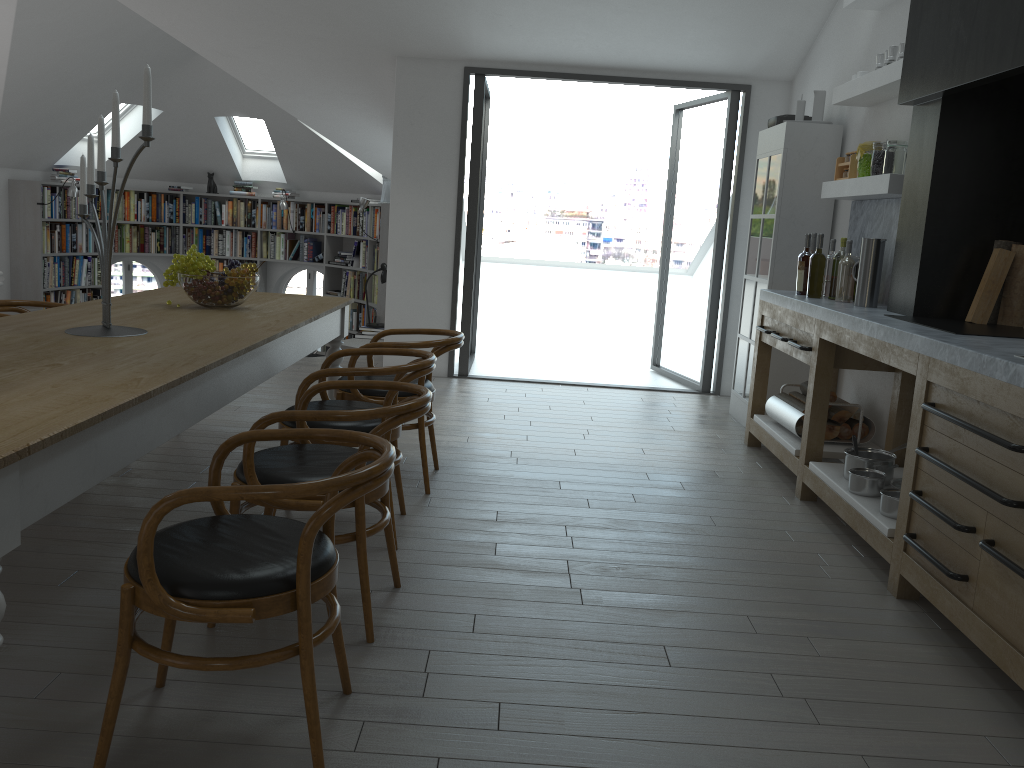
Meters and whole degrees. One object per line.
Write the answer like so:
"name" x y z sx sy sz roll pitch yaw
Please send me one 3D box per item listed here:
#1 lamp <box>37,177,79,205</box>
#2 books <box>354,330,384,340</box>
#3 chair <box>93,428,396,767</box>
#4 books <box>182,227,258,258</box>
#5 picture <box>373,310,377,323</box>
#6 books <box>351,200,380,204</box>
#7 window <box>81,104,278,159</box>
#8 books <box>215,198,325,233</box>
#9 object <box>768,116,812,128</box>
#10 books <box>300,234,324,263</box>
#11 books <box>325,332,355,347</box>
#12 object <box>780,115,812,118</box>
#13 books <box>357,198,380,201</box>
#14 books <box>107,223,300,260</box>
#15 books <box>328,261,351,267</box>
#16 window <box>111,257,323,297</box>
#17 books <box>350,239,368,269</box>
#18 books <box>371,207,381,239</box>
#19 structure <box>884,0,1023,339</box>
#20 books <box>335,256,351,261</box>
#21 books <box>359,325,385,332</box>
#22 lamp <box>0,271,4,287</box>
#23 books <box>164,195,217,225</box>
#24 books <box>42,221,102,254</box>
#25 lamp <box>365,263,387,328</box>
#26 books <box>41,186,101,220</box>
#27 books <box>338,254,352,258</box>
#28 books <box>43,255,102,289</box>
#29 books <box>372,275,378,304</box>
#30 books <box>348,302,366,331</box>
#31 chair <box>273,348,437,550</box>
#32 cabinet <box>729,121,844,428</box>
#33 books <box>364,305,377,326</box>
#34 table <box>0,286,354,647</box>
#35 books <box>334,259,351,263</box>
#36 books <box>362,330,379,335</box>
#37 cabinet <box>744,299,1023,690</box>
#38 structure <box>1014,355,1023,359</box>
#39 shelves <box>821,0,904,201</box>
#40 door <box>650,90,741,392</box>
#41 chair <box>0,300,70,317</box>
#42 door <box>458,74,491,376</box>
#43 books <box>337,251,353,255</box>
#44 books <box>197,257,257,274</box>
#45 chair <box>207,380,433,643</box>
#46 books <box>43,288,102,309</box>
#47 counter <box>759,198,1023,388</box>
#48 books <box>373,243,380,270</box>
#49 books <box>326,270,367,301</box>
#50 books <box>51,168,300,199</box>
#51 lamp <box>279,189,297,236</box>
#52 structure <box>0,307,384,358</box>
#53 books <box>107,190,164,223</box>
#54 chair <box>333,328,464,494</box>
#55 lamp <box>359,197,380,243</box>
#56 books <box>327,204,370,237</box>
"lamp" -4.856 -2.065 9.496 0.414 0.310 0.117 3 9 -3
"books" -1.402 -0.505 9.120 0.365 0.042 0.390 4 10 0
"chair" -0.603 0.498 2.107 0.621 0.731 0.530 3 9 -3
"books" -3.701 -1.815 11.344 1.028 0.357 0.302 1 10 -14
"picture" -1.570 -0.366 9.860 0.090 0.859 0.581 2 9 -10
"books" -1.724 -2.193 10.699 0.317 0.036 0.337 -4 13 -36
"window" -3.133 -3.044 10.327 4.055 0.710 1.941 4 10 0
"books" -2.999 -2.148 11.258 1.566 0.365 0.395 5 10 6
"object" 1.881 -1.711 5.937 0.298 0.119 0.300 4 10 0
"books" -2.457 -1.706 11.207 0.399 0.339 0.225 7 10 20
"books" -1.827 -0.448 10.796 0.360 0.310 1.503 -4 13 -37
"object" 1.882 -1.721 5.936 0.238 0.119 0.239 4 10 0
"books" -1.722 -2.220 10.695 0.233 0.027 0.248 -2 12 -27
"books" -3.851 -1.776 11.116 2.528 0.369 0.593 0 11 -19
"books" -2.023 -1.497 11.040 0.389 0.042 0.366 12 14 40
"window" -3.774 -1.079 11.508 3.230 1.146 0.620 1 10 -14
"books" -1.701 -1.563 10.676 0.256 0.349 0.555 -5 13 -42
"books" -1.367 -1.798 9.954 0.292 0.360 1.019 1 11 -17
"structure" 2.110 -1.160 3.578 0.780 1.876 1.080 4 9 0
"books" -2.019 -1.560 11.030 0.269 0.031 0.287 -5 13 -39
"books" -1.398 -0.573 9.110 0.269 0.031 0.287 6 11 10
"lamp" -5.170 -0.918 8.700 0.305 0.522 0.307 2 9 -11
"books" -4.066 -2.185 11.142 0.682 0.344 0.266 -1 10 -23
"books" -5.091 -1.663 10.043 0.303 0.346 1.092 6 11 16
"lamp" -1.340 -0.907 9.051 0.323 0.657 0.234 6 9 16
"books" -5.058 -2.039 9.963 0.301 0.359 1.037 7 11 16
"books" -2.017 -1.591 11.025 0.214 0.036 0.227 -5 13 -39
"books" -5.082 -1.284 10.065 0.261 0.357 1.023 7 11 17
"books" -1.406 -1.040 10.056 0.275 0.346 1.026 1 11 -14
"books" -1.965 -0.860 10.971 0.874 0.349 0.272 13 13 41
"chair" -0.629 0.230 3.541 0.621 0.731 0.530 3 9 -3
"cabinet" 1.815 -0.698 5.962 0.361 1.981 0.645 4 9 0
"books" -1.464 -0.678 10.176 0.304 0.357 1.190 1 11 -18
"table" -1.426 0.192 3.277 1.018 0.795 3.365 4 10 0
"books" -2.021 -1.530 11.035 0.286 0.031 0.270 11 13 35
"books" -1.400 -0.541 9.115 0.286 0.034 0.306 2 11 -10
"cabinet" 1.875 0.601 2.283 1.004 1.017 6.459 4 10 0
"structure" 1.867 0.020 2.378 0.647 0.041 0.741 4 10 0
"shelves" 2.230 -1.055 2.464 0.480 1.355 5.577 3 10 -5
"door" 1.508 -1.188 7.448 0.080 2.336 1.056 1 9 -15
"chair" -2.259 -0.020 4.319 0.621 0.731 0.530 4 9 4
"door" -0.311 -1.314 7.483 0.080 2.336 1.056 4 9 0
"books" -2.015 -1.622 11.020 0.269 0.031 0.287 0 11 -19
"books" -3.716 -1.434 11.362 0.997 0.350 0.299 1 10 -16
"chair" -0.581 0.367 2.822 0.621 0.731 0.530 4 9 3
"books" -5.185 -0.699 9.897 0.391 0.692 1.648 5 10 10
"counter" 1.949 -0.189 2.085 0.961 0.617 6.607 4 10 0
"books" -1.390 -1.418 10.002 0.279 0.356 1.057 1 11 -14
"books" -1.886 -1.220 10.848 0.977 0.350 0.252 13 13 42
"books" -4.053 -2.437 10.810 2.815 0.173 0.751 -2 12 -29
"lamp" -2.784 -2.120 10.987 0.113 0.564 0.359 5 9 7
"structure" -3.319 -0.301 9.352 4.716 0.690 4.725 -6 15 -44
"books" -4.614 -2.157 10.736 0.270 0.371 0.794 13 13 43
"chair" -0.557 0.103 4.257 0.621 0.731 0.530 4 9 0
"lamp" -1.571 -1.813 9.872 0.275 0.523 0.113 2 9 -9
"books" -1.876 -1.988 10.785 0.972 0.366 0.306 13 14 43
